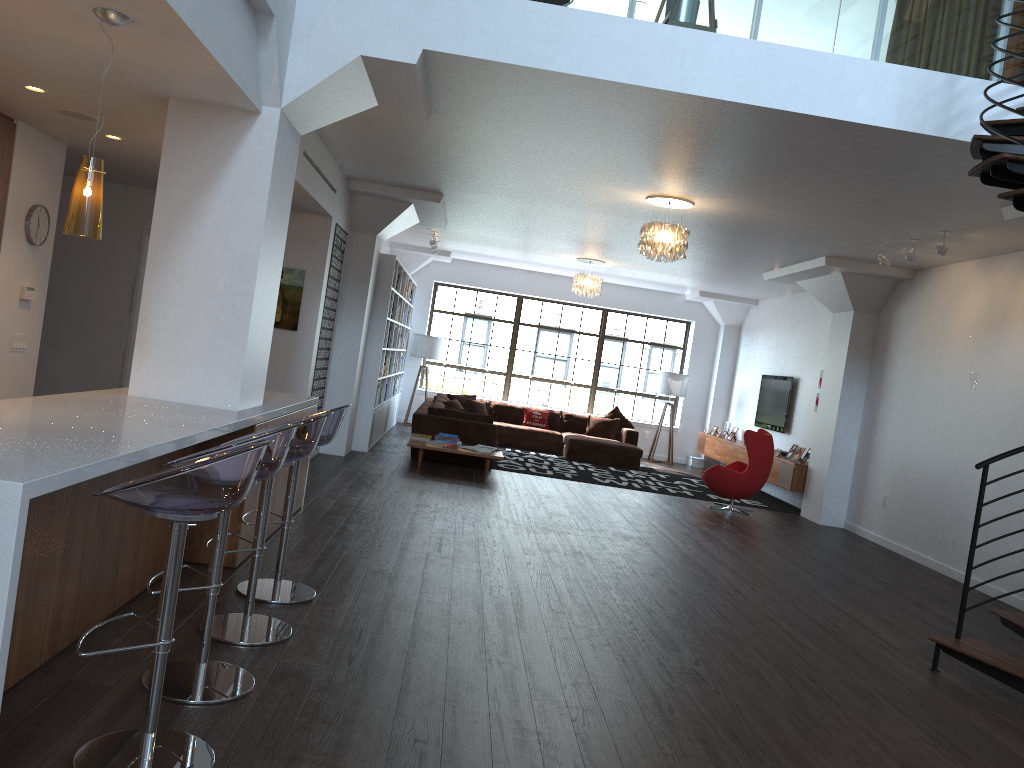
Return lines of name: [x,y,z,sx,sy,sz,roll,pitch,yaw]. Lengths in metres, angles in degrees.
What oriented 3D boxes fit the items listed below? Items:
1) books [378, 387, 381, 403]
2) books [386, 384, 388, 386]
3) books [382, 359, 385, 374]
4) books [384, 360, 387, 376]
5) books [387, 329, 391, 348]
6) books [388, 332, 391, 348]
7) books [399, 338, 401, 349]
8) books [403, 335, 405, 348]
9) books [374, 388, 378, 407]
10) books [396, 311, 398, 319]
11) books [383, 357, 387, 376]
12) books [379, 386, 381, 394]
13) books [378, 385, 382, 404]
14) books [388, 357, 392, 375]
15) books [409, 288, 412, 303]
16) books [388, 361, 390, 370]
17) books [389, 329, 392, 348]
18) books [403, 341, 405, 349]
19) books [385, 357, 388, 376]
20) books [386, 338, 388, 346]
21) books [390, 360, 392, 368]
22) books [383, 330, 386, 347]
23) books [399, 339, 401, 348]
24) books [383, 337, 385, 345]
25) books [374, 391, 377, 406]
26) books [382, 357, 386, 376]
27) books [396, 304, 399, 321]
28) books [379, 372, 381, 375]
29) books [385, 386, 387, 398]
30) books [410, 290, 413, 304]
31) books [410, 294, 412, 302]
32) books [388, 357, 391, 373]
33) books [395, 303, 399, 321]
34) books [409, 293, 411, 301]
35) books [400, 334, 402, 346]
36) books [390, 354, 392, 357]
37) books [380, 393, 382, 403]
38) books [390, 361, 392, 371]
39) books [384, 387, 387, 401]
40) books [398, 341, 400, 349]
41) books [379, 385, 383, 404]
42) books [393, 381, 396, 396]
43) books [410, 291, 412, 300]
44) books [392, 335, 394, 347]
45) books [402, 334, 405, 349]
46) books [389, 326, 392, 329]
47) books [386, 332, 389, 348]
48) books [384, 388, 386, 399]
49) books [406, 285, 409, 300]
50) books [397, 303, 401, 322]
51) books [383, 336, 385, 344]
books: [-1.817,0.138,11.597,0.171,0.246,0.039,9,1,-3]
books: [-1.875,0.107,12.746,0.140,0.231,0.042,9,1,-3]
books: [-1.761,-0.258,11.571,0.176,0.290,0.053,9,1,-3]
books: [-1.769,-0.247,11.813,0.183,0.253,0.034,9,1,-3]
books: [-1.702,-0.609,11.669,0.182,0.253,0.034,9,1,-3]
books: [-1.707,-0.606,11.770,0.174,0.239,0.045,9,1,-3]
books: [-1.805,-0.637,13.870,0.120,0.167,0.020,9,1,-3]
books: [-1.857,-0.706,14.545,0.183,0.253,0.042,9,1,-3]
books: [-1.798,0.149,11.165,0.180,0.251,0.048,9,1,-3]
books: [-1.684,-0.993,12.394,0.161,0.223,0.027,9,1,-3]
books: [-1.771,-0.246,11.780,0.183,0.253,0.034,9,1,-3]
books: [-1.817,0.135,11.523,0.183,0.253,0.042,9,1,-3]
books: [-1.826,0.128,11.675,0.180,0.259,0.042,9,1,-3]
books: [-1.795,-0.267,12.451,0.183,0.253,0.034,9,1,-4]
books: [-1.748,-1.449,14.504,0.183,0.253,0.042,9,1,-3]
books: [-1.791,-0.261,12.256,0.183,0.253,0.034,9,1,-4]
books: [-1.706,-0.614,11.843,0.182,0.253,0.034,9,1,-3]
books: [-1.864,-0.700,14.635,0.174,0.236,0.142,9,1,-4]
books: [-1.776,-0.252,11.949,0.183,0.253,0.034,9,1,-3]
books: [-1.692,-0.595,11.421,0.174,0.239,0.045,9,1,-3]
books: [-1.817,-0.275,12.631,0.183,0.253,0.034,9,1,-4]
books: [-1.671,-0.580,11.149,0.140,0.231,0.042,9,1,-3]
books: [-1.802,-0.629,13.833,0.110,0.153,0.019,9,1,-3]
books: [-1.658,-0.544,11.117,0.107,0.167,0.017,9,1,-3]
books: [-1.780,0.170,11.047,0.161,0.223,0.032,9,1,-3]
books: [-1.765,-0.240,11.698,0.171,0.246,0.057,9,1,-3]
books: [-1.692,-1.007,12.461,0.170,0.245,0.057,9,1,-3]
books: [-1.766,-0.148,10.979,0.197,0.033,0.284,8,2,-28]
books: [-1.869,0.125,12.662,0.146,0.202,0.027,9,1,-3]
books: [-1.759,-1.456,14.722,0.183,0.253,0.042,9,1,-3]
books: [-1.754,-1.453,14.635,0.183,0.253,0.042,9,1,-3]
books: [-1.788,-0.262,12.290,0.183,0.253,0.034,9,1,-4]
books: [-1.677,-1.004,12.264,0.182,0.253,0.034,9,1,-3]
books: [-1.750,-1.448,14.460,0.183,0.253,0.042,9,1,-3]
books: [-1.815,-0.674,13.954,0.140,0.231,0.042,9,1,-3]
books: [-1.803,-0.288,12.485,0.176,0.290,0.036,9,1,-4]
books: [-1.832,0.135,11.852,0.174,0.236,0.142,9,1,-4]
books: [-1.813,-0.261,12.706,0.161,0.223,0.026,9,1,-4]
books: [-1.861,0.128,12.580,0.146,0.202,0.027,9,1,-3]
books: [-1.798,-0.643,13.626,0.139,0.191,0.036,9,1,-3]
books: [-1.825,0.129,11.762,0.183,0.253,0.042,9,1,-3]
books: [-1.922,0.061,13.831,0.183,0.253,0.034,9,1,-4]
books: [-1.752,-1.451,14.591,0.183,0.253,0.042,9,1,-3]
books: [-1.744,-0.611,12.412,0.161,0.207,0.135,9,1,-4]
books: [-1.858,-0.707,14.459,0.180,0.259,0.042,9,1,-3]
books: [-1.717,-0.636,11.905,0.176,0.294,0.102,9,1,-3]
books: [-1.696,-0.590,11.540,0.161,0.223,0.027,9,1,-3]
books: [-1.862,0.135,12.521,0.139,0.191,0.036,9,1,-3]
books: [-1.707,-1.422,13.770,0.183,0.253,0.034,9,1,-3]
books: [-1.706,-1.033,12.649,0.197,0.283,0.065,9,1,-3]
books: [-1.656,-0.541,11.092,0.106,0.162,0.032,9,1,-3]
